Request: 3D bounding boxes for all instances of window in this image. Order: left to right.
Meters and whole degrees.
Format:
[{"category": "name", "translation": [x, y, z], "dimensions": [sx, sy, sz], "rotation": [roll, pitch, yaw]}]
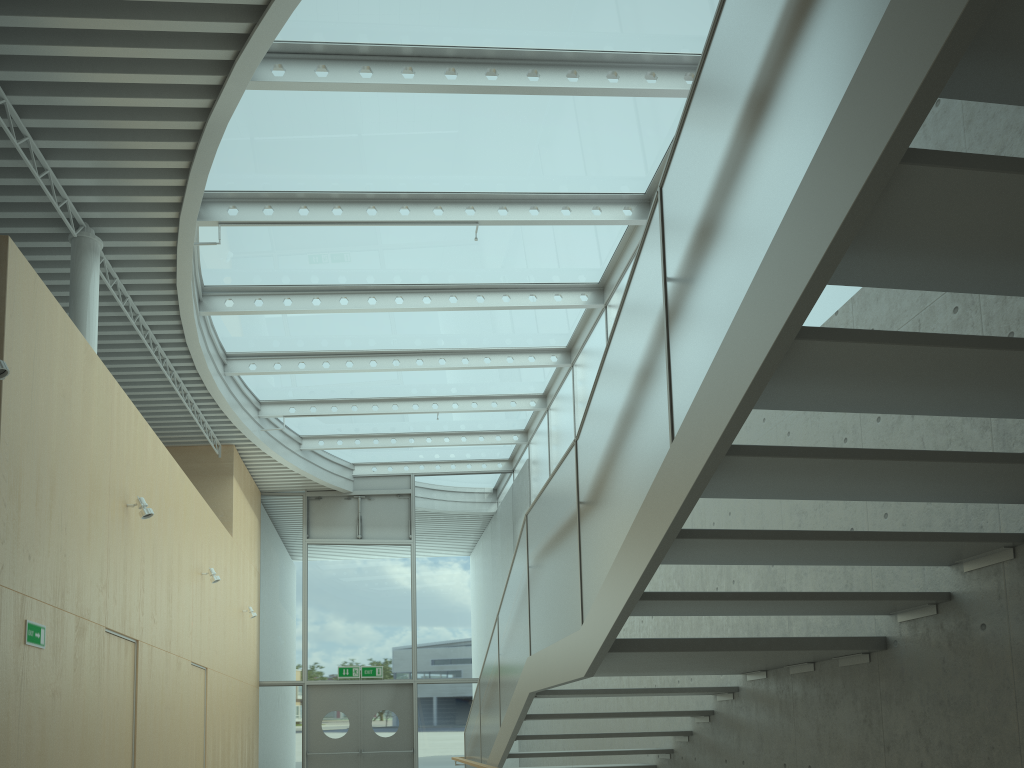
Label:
[{"category": "window", "translation": [-2.233, 4.588, 15.774], "dimensions": [4.859, 6.041, 0.114], "rotation": [1, -7, -9]}, {"category": "window", "translation": [-1.187, 2.094, 10.331], "dimensions": [4.786, 5.962, 16.849], "rotation": [1, -21, -9]}, {"category": "window", "translation": [0.923, 0.686, 10.843], "dimensions": [0.030, 2.611, 16.664], "rotation": [0, -22, -9]}]

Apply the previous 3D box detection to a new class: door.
[{"category": "door", "translation": [-2.752, 6.504, 15.449], "dimensions": [1.923, 2.025, 0.182], "rotation": [1, -7, -9]}]

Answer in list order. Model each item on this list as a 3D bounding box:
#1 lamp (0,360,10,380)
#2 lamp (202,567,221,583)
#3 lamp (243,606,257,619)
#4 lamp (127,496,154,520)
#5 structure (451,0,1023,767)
[{"category": "lamp", "translation": [-2.750, -0.132, 4.427], "dimensions": [0.235, 0.188, 0.147], "rotation": [7, -15, -28]}, {"category": "lamp", "translation": [-3.675, 2.333, 10.366], "dimensions": [0.235, 0.188, 0.147], "rotation": [7, -15, -28]}, {"category": "lamp", "translation": [-4.157, 3.615, 13.456], "dimensions": [0.235, 0.188, 0.147], "rotation": [7, -15, -28]}, {"category": "lamp", "translation": [-3.197, 1.059, 7.297], "dimensions": [0.235, 0.188, 0.147], "rotation": [7, -15, -28]}, {"category": "structure", "translation": [1.115, 1.155, 4.629], "dimensions": [1.886, 4.004, 13.427], "rotation": [0, -21, -9]}]
